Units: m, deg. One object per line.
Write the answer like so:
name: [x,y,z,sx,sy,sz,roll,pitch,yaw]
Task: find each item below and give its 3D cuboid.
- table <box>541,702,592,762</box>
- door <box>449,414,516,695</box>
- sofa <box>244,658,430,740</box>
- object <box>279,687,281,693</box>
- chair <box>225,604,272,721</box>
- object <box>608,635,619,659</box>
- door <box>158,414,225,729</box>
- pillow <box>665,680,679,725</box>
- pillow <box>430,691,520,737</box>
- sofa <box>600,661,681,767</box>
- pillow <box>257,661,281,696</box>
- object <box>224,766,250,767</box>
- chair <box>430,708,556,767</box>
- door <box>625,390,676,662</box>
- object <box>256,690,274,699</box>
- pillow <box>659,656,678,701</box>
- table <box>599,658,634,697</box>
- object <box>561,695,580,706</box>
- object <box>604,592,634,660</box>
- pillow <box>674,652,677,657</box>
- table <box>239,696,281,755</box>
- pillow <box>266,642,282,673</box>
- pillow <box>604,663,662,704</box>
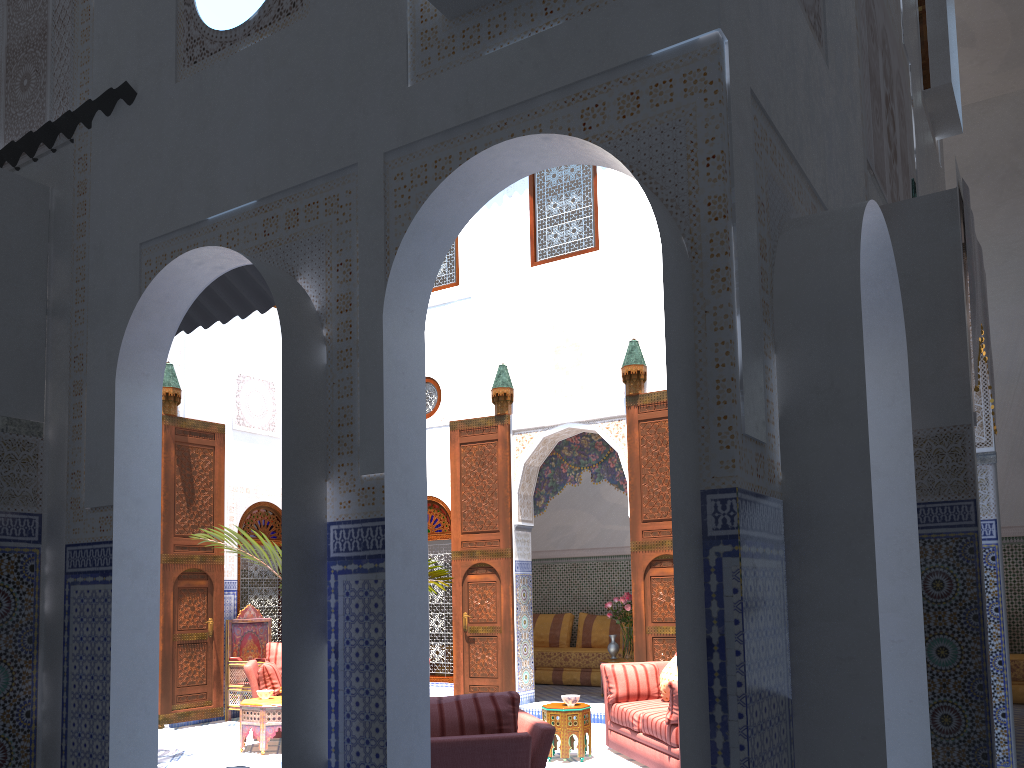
table: [0.338,2.146,5.407,0.289,0.319,0.295,1,-9,-13]
door: [-0.249,1.525,7.400,0.586,2.480,0.125,-4,-6,27]
sofa: [-1.343,2.396,6.771,1.361,0.533,0.748,2,-11,-13]
object: [-1.465,2.135,6.120,0.306,0.236,0.221,-4,-9,13]
chair: [-2.100,2.430,7.533,0.506,1.064,0.490,-5,-8,32]
object: [0.913,2.367,7.889,0.107,0.210,0.107,-6,-8,37]
door: [-2.637,1.533,7.222,0.124,2.480,0.587,-5,-6,36]
pillow: [1.010,1.691,4.679,0.396,0.239,0.191,1,-9,-12]
pillow: [-0.258,1.260,3.044,0.581,0.374,0.307,1,-9,-13]
sofa: [1.083,1.963,5.193,0.732,0.531,1.393,1,-13,-13]
pillow: [-1.791,2.191,6.487,0.187,0.248,0.388,0,-11,-12]
object: [-1.040,1.469,3.277,0.119,0.056,0.119,-13,-17,43]
chair: [-0.283,1.503,3.170,0.812,0.533,0.743,1,-11,-13]
door: [1.156,1.289,6.549,0.586,2.480,0.124,-5,-6,32]
object: [-1.725,2.172,6.123,0.118,0.056,0.121,3,-13,-20]
pillow: [0.984,1.827,5.438,0.131,0.273,0.308,-1,-10,-2]
table: [1.073,2.619,7.794,0.542,0.318,0.546,-8,-13,31]
object: [0.363,1.957,5.416,0.119,0.056,0.119,-13,-17,43]
object: [1.023,2.158,7.820,0.336,0.587,0.455,3,-9,-32]
pillow: [1.165,1.826,5.507,0.301,0.372,0.595,1,-11,-13]
table: [-1.593,2.339,6.032,0.542,0.318,0.546,-8,-13,31]
pillow: [-1.646,2.220,6.877,0.581,0.385,0.297,1,-8,-13]
pillow: [0.783,1.934,5.647,0.379,0.249,0.191,1,-8,-12]
